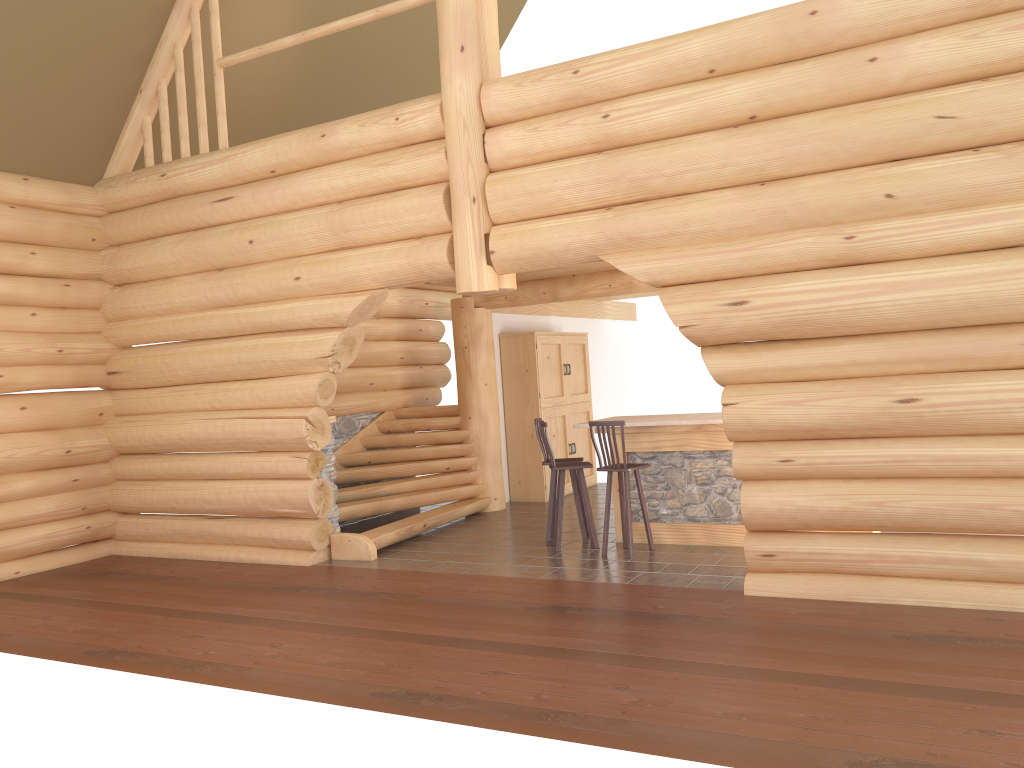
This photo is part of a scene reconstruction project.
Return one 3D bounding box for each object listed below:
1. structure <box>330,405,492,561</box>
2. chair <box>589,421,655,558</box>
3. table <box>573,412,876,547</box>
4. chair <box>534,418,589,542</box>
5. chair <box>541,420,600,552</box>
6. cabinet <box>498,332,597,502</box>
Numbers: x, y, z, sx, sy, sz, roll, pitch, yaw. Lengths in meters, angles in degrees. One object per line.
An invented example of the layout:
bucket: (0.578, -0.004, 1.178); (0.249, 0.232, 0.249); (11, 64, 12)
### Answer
structure: (-1.690, 1.004, 11.185); (1.951, 1.643, 3.604); (-4, 1, 23)
chair: (1.086, 1.003, 8.704); (0.406, 1.319, 0.504); (-3, 1, 39)
table: (2.368, 0.944, 9.073); (3.220, 1.257, 1.196); (-3, 1, 29)
chair: (0.542, 1.028, 9.698); (0.504, 1.319, 0.406); (-4, 1, 9)
chair: (0.592, 1.031, 9.178); (0.504, 1.319, 0.406); (-4, 1, -3)
cabinet: (0.602, 0.440, 13.391); (0.670, 2.403, 1.847); (-3, 1, 29)
